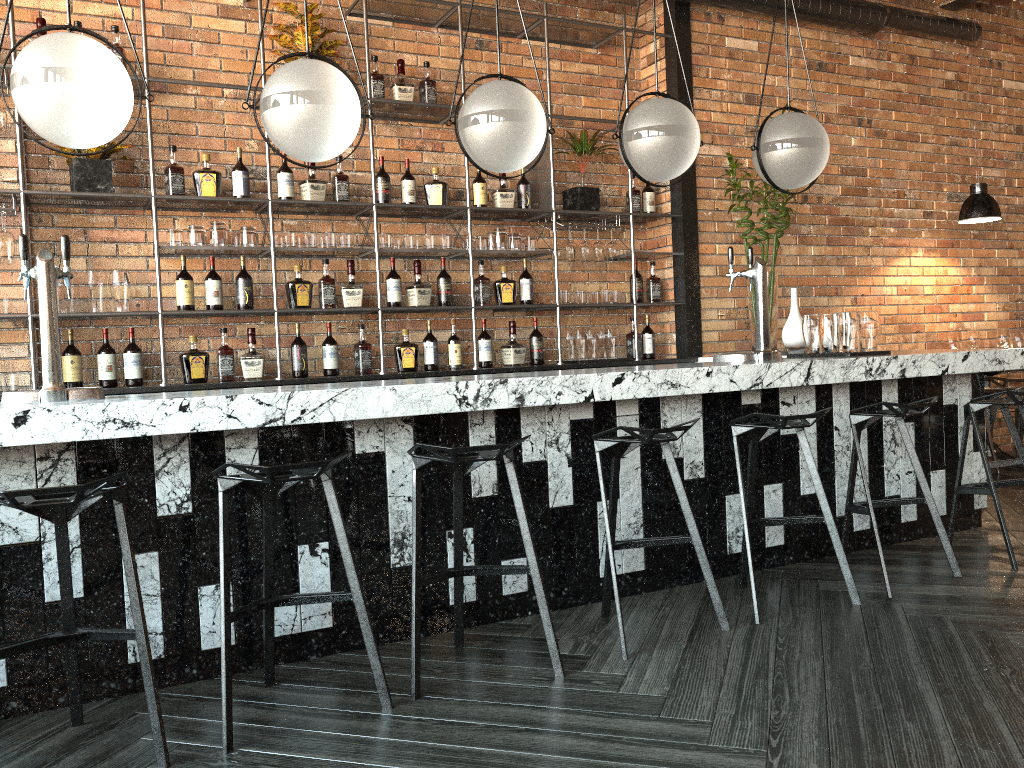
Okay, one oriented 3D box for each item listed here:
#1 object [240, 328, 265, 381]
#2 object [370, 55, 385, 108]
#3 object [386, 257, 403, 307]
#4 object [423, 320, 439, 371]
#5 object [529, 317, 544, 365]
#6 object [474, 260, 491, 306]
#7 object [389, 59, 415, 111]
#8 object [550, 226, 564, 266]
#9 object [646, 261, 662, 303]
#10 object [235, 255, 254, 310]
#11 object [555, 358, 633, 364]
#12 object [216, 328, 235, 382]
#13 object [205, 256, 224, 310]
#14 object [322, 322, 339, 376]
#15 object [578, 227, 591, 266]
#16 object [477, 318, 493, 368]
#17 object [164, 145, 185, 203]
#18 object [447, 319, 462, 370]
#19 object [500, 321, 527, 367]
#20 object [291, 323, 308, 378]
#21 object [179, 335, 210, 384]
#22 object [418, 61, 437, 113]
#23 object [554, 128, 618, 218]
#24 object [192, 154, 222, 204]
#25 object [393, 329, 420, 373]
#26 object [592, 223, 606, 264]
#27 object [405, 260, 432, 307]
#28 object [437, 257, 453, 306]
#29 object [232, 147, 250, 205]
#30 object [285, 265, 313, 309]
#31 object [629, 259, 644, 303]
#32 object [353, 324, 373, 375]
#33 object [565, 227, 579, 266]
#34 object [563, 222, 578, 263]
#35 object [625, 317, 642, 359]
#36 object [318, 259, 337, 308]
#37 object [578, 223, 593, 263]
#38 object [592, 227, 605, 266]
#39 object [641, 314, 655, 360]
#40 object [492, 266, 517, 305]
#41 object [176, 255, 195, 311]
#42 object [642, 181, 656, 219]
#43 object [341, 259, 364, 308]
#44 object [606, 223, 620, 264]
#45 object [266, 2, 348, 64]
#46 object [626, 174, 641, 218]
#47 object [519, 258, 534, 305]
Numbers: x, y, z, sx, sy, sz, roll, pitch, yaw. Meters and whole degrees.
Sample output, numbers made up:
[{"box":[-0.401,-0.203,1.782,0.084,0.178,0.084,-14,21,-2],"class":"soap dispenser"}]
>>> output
[{"box":[-1.377,-0.158,4.707,0.123,0.279,0.123,-3,2,-13],"class":"object"},{"box":[-0.769,-1.709,5.008,0.083,0.282,0.083,-4,2,-27],"class":"object"},{"box":[-0.677,-0.578,5.079,0.086,0.298,0.086,-2,2,22],"class":"object"},{"box":[-0.478,-0.226,5.192,0.086,0.298,0.086,-2,2,22],"class":"object"},{"box":[0.151,-0.266,5.498,0.086,0.299,0.086,-2,2,22],"class":"object"},{"box":[-0.181,-0.600,5.322,0.083,0.282,0.083,-4,3,-42],"class":"object"},{"box":[-0.631,-1.715,5.079,0.123,0.279,0.123,-3,2,-23],"class":"object"},{"box":[0.284,-0.875,5.636,0.092,0.244,0.092,-2,2,13],"class":"object"},{"box":[0.940,-0.671,5.888,0.083,0.282,0.083,-3,2,-17],"class":"object"},{"box":[-1.419,-0.531,4.699,0.086,0.297,0.086,-2,2,22],"class":"object"},{"box":[0.524,-0.146,5.624,0.437,0.019,0.273,-4,2,-27],"class":"object"},{"box":[-1.506,-0.153,4.657,0.083,0.282,0.083,-4,2,-27],"class":"object"},{"box":[-1.567,-0.523,4.656,0.086,0.298,0.086,-2,2,22],"class":"object"},{"box":[-1.008,-0.193,4.917,0.086,0.298,0.086,-2,2,22],"class":"object"},{"box":[0.470,-0.887,5.730,0.092,0.244,0.092,-2,2,13],"class":"object"},{"box":[-0.164,-0.246,5.344,0.086,0.298,0.086,-2,2,22],"class":"object"},{"box":[-1.726,-1.075,4.532,0.083,0.282,0.083,-4,3,-42],"class":"object"},{"box":[-0.342,-0.233,5.245,0.080,0.299,0.080,-3,2,-24],"class":"object"},{"box":[0.008,-0.245,5.407,0.123,0.279,0.123,-4,3,-38],"class":"object"},{"box":[-1.155,-0.182,4.806,0.086,0.297,0.086,-2,2,7],"class":"object"},{"box":[-1.643,-0.127,4.587,0.151,0.248,0.094,-4,3,-38],"class":"object"},{"box":[-0.490,-1.726,5.149,0.083,0.282,0.083,-4,3,-42],"class":"object"},{"box":[0.469,-1.349,5.601,0.398,0.560,0.374,-1,3,35],"class":"object"},{"box":[-1.582,-1.066,4.605,0.151,0.248,0.094,-3,2,-23],"class":"object"},{"box":[-0.608,-0.192,5.110,0.151,0.248,0.094,-3,2,-18],"class":"object"},{"box":[0.544,-0.885,5.583,0.092,0.244,0.092,-2,2,13],"class":"object"},{"box":[-0.542,-0.575,5.124,0.123,0.279,0.123,-4,3,-38],"class":"object"},{"box":[-0.399,-0.596,5.215,0.086,0.299,0.086,-2,2,22],"class":"object"},{"box":[-1.437,-1.101,4.694,0.086,0.298,0.086,-2,2,22],"class":"object"},{"box":[-1.159,-0.521,4.827,0.151,0.248,0.094,-4,3,-38],"class":"object"},{"box":[0.817,-0.672,5.830,0.086,0.299,0.086,-2,2,22],"class":"object"},{"box":[-0.841,-0.195,4.993,0.083,0.282,0.083,-4,3,-42],"class":"object"},{"box":[0.382,-0.881,5.685,0.092,0.244,0.092,-2,2,13],"class":"object"},{"box":[0.358,-0.873,5.489,0.092,0.244,0.092,-2,2,13],"class":"object"},{"box":[0.798,-0.298,5.822,0.083,0.282,0.083,-4,3,-42],"class":"object"},{"box":[-1.023,-0.548,4.896,0.083,0.282,0.083,-4,2,-27],"class":"object"},{"box":[0.456,-0.879,5.538,0.092,0.244,0.092,-2,2,13],"class":"object"},{"box":[0.562,-0.893,5.776,0.092,0.244,0.092,-2,2,13],"class":"object"},{"box":[0.903,-0.312,5.890,0.086,0.298,0.086,-2,2,22],"class":"object"},{"box":[-0.044,-0.591,5.391,0.151,0.248,0.094,-3,2,-18],"class":"object"},{"box":[-1.686,-0.513,4.568,0.086,0.299,0.086,-2,2,22],"class":"object"},{"box":[0.907,-1.250,5.894,0.086,0.298,0.086,-1,2,27],"class":"object"},{"box":[-0.893,-0.553,4.946,0.123,0.279,0.123,-3,2,-13],"class":"object"},{"box":[0.637,-0.891,5.629,0.092,0.244,0.092,-2,2,13],"class":"object"},{"box":[-1.139,-1.808,4.860,0.425,0.526,0.430,-3,2,-25],"class":"object"},{"box":[0.794,-1.233,5.807,0.083,0.282,0.083,-3,2,-12],"class":"object"},{"box":[0.086,-0.625,5.472,0.086,0.298,0.086,-2,2,22],"class":"object"}]
